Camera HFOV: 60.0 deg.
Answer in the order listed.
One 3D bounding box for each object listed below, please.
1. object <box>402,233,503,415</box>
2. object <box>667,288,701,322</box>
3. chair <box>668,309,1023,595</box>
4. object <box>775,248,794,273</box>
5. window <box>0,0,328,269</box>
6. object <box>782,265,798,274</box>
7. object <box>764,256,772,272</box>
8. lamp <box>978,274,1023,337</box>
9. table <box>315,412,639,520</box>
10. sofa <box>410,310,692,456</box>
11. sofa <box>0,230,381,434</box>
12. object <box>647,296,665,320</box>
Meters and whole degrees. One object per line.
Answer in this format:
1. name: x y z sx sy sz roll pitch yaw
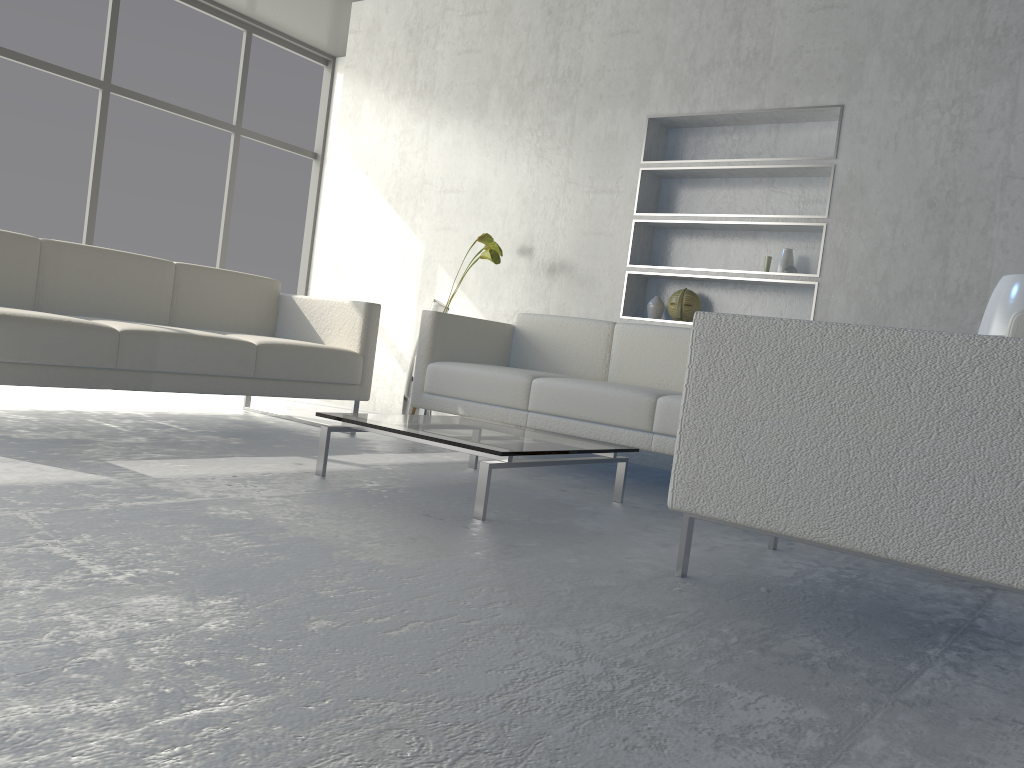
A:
1. object: -0.269 -0.264 4.429 0.387 1.051 0.400 6 2 -26
2. object: 0.813 -0.376 4.246 0.163 0.179 0.088 8 2 26
3. chair: 0.891 0.166 2.014 0.821 0.662 0.748 9 3 36
4. object: 1.228 -0.541 3.980 0.079 0.130 0.079 9 2 34
5. window: -2.537 -1.318 5.468 0.037 2.477 4.080 9 3 36
6. object: 1.226 -0.498 3.909 0.064 0.050 0.064 9 3 42
7. object: 1.161 -0.533 4.035 0.074 0.094 0.074 7 2 0
8. lamp: 1.761 -0.064 3.010 0.347 0.582 0.347 8 2 4
9. table: -0.106 0.245 2.856 0.730 0.190 0.773 9 3 36
10. sofa: 0.539 0.060 3.767 1.881 0.658 0.821 9 3 36
11. sofa: -1.479 -0.191 3.459 0.821 0.658 1.881 9 3 36
12. object: 0.706 -0.367 4.355 0.086 0.128 0.086 5 3 -43
